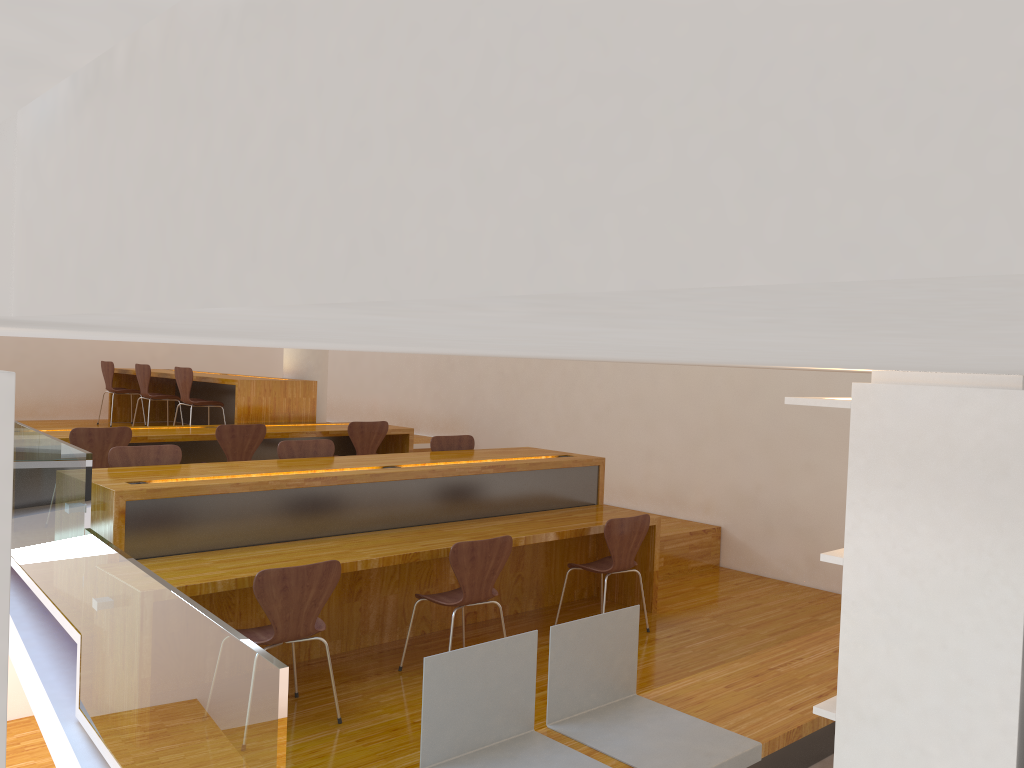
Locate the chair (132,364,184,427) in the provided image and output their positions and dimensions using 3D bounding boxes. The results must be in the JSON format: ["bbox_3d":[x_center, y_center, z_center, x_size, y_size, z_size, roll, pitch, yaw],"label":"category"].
[{"bbox_3d":[-3.461,0.155,8.693,0.381,0.693,0.428,1,2,-43],"label":"chair"}]

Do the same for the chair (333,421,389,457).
[{"bbox_3d":[-1.292,0.642,7.363,0.428,0.693,0.381,1,2,-43],"label":"chair"}]

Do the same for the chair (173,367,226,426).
[{"bbox_3d":[-2.804,0.198,7.980,0.381,0.693,0.428,1,2,-43],"label":"chair"}]

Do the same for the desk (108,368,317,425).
[{"bbox_3d":[-3.133,0.199,8.965,0.760,0.606,3.185,1,2,-43],"label":"desk"}]

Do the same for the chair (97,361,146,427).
[{"bbox_3d":[-4.191,0.105,9.541,0.381,0.693,0.428,1,2,-43],"label":"chair"}]

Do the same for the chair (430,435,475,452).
[{"bbox_3d":[-0.313,0.713,6.058,0.428,0.693,0.381,1,2,-43],"label":"chair"}]

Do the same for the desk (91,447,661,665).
[{"bbox_3d":[-0.656,0.931,4.975,3.236,0.918,1.285,1,2,-43],"label":"desk"}]

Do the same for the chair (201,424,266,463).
[{"bbox_3d":[-2.088,0.630,6.577,0.428,0.693,0.381,1,2,-43],"label":"chair"}]

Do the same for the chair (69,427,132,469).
[{"bbox_3d":[-2.802,0.619,5.918,0.428,0.693,0.381,1,2,-43],"label":"chair"}]

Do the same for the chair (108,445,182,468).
[{"bbox_3d":[-1.875,0.686,4.669,0.428,0.693,0.381,1,2,-43],"label":"chair"}]

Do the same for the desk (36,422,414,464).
[{"bbox_3d":[-2.303,0.659,7.045,3.185,0.606,0.760,1,2,-43],"label":"desk"}]

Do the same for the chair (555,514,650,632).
[{"bbox_3d":[0.533,1.084,5.135,0.428,0.693,0.381,1,2,-43],"label":"chair"}]

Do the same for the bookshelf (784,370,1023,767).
[{"bbox_3d":[1.833,0.908,2.807,2.984,1.836,0.498,1,2,-43],"label":"bookshelf"}]

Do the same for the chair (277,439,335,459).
[{"bbox_3d":[-1.161,0.698,5.327,0.428,0.693,0.381,1,2,-43],"label":"chair"}]

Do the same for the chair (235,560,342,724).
[{"bbox_3d":[-0.977,1.061,3.690,0.428,0.693,0.381,1,2,-43],"label":"chair"}]

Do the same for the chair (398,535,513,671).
[{"bbox_3d":[-0.264,1.072,4.348,0.428,0.693,0.381,1,2,-43],"label":"chair"}]
